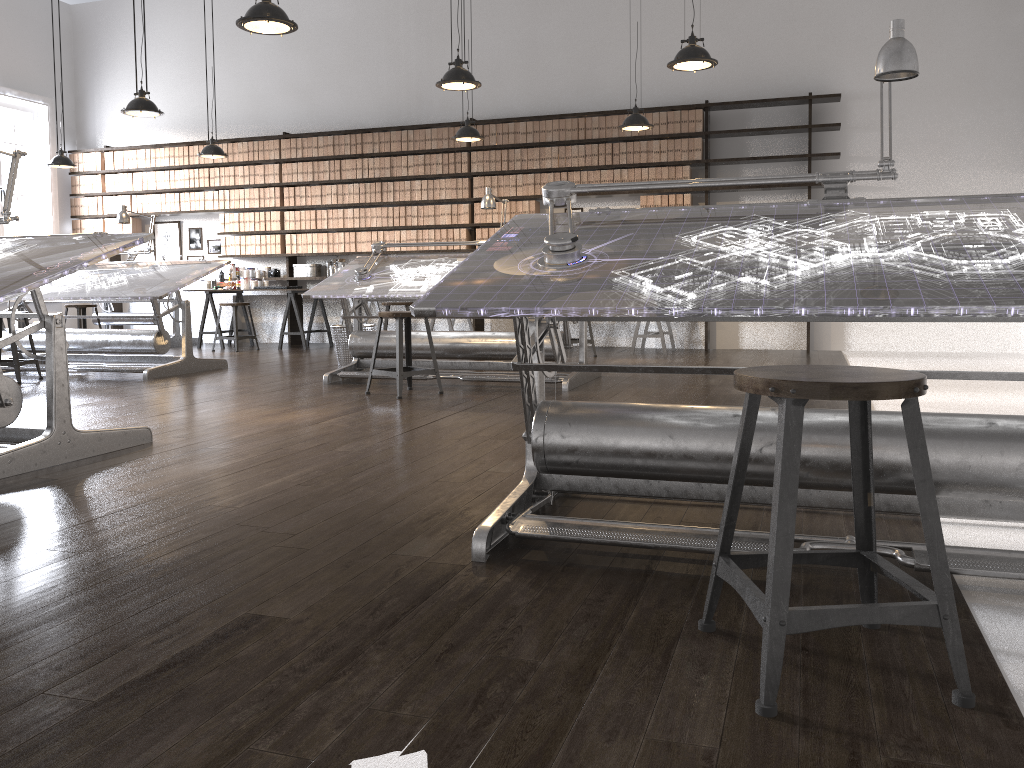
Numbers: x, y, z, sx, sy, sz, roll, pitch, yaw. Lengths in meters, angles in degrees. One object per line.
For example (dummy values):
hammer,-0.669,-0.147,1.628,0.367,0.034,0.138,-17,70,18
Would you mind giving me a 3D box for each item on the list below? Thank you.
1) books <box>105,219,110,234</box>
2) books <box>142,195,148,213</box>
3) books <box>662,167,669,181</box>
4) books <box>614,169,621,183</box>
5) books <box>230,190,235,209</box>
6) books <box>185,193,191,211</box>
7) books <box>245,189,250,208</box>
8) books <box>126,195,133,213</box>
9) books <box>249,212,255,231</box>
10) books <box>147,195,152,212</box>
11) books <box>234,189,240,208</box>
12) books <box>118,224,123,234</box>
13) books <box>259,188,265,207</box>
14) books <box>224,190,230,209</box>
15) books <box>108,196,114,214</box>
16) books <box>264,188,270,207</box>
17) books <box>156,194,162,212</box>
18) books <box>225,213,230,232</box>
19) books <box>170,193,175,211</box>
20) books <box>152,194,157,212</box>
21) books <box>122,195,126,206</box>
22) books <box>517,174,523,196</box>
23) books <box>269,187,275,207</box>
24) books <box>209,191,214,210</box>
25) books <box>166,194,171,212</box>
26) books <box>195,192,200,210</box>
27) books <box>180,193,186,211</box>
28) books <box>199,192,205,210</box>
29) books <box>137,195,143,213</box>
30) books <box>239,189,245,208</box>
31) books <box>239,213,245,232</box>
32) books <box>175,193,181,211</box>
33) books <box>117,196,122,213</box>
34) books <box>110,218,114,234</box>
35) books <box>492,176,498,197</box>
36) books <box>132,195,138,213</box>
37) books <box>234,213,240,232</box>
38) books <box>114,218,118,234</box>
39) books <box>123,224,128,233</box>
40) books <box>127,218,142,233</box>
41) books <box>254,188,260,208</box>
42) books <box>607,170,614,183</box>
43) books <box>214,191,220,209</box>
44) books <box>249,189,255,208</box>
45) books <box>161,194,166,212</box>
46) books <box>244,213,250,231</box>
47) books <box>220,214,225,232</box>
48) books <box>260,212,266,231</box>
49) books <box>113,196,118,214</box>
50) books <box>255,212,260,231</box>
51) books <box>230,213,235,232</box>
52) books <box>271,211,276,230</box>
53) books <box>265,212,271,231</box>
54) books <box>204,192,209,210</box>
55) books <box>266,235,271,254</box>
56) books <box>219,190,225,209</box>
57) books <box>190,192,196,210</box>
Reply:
books,-5.044,-1.968,11.173,0.067,0.225,0.175,1,5,18
books,-4.491,-2.223,10.977,0.067,0.225,0.175,1,5,18
books,1.561,-2.072,8.958,0.067,0.225,0.175,1,5,18
books,1.102,-2.084,9.110,0.067,0.225,0.175,1,5,18
books,-3.290,-2.199,10.579,0.067,0.225,0.175,1,5,18
books,-3.891,-2.207,10.774,0.067,0.225,0.175,1,5,18
books,-3.090,-2.194,10.508,0.067,0.225,0.175,1,5,18
books,-4.722,-2.235,11.047,0.067,0.225,0.175,1,5,18
books,-3.036,-1.916,10.506,0.067,0.225,0.175,1,5,18
books,-4.424,-2.222,10.956,0.067,0.225,0.175,1,5,18
books,-3.225,-2.197,10.555,0.067,0.225,0.175,1,5,18
books,-4.852,-1.963,11.108,0.067,0.225,0.175,1,5,18
books,-2.902,-2.189,10.448,0.067,0.225,0.175,1,5,18
books,-3.358,-2.201,10.597,0.067,0.225,0.175,1,5,18
books,-4.984,-2.243,11.138,0.067,0.225,0.175,1,5,18
books,-2.835,-2.187,10.426,0.067,0.225,0.175,1,5,18
books,-4.292,-2.217,10.905,0.067,0.225,0.175,1,5,18
books,-3.357,-1.925,10.614,0.067,0.225,0.175,1,5,18
books,-4.099,-2.213,10.848,0.067,0.225,0.175,1,5,18
books,-4.359,-2.219,10.931,0.067,0.225,0.175,1,5,18
books,-4.781,-2.237,11.071,0.067,0.225,0.175,1,5,18
books,0.109,-2.110,9.444,0.067,0.225,0.175,1,5,18
books,-2.769,-2.185,10.400,0.067,0.225,0.175,1,5,18
books,-3.569,-2.199,10.668,0.067,0.225,0.175,1,5,18
books,-4.162,-2.214,10.866,0.067,0.225,0.175,1,5,18
books,-3.755,-2.204,10.733,0.067,0.225,0.175,1,5,18
books,-3.957,-2.209,10.801,0.067,0.225,0.175,1,5,18
books,-3.693,-2.202,10.706,0.067,0.225,0.175,1,5,18
books,-4.559,-2.224,10.995,0.067,0.225,0.175,1,5,18
books,-3.159,-2.195,10.529,0.067,0.225,0.175,1,5,18
books,-3.170,-1.920,10.555,0.067,0.225,0.175,1,5,18
books,-4.030,-2.211,10.819,0.067,0.225,0.175,1,5,18
books,-4.851,-2.239,11.096,0.067,0.225,0.175,1,5,18
books,-4.974,-1.966,11.152,0.067,0.225,0.175,1,5,18
books,-0.159,-2.117,9.533,0.067,0.225,0.175,1,5,18
books,-4.636,-2.226,11.023,0.067,0.225,0.175,1,5,18
books,-3.235,-1.921,10.571,0.067,0.225,0.175,1,5,18
books,-4.914,-1.965,11.134,0.067,0.225,0.175,1,5,18
books,-4.784,-1.962,11.093,0.067,0.225,0.175,1,5,18
books,-4.718,-1.960,11.069,0.067,0.225,0.175,1,5,18
books,-2.968,-2.190,10.464,0.067,0.225,0.175,1,5,18
books,1.033,-2.086,9.133,0.067,0.225,0.175,1,5,18
books,-3.501,-2.197,10.643,0.067,0.225,0.175,1,5,18
books,-3.030,-2.192,10.490,0.067,0.225,0.175,1,5,18
books,-4.223,-2.215,10.882,0.067,0.225,0.175,1,5,18
books,-3.102,-1.919,10.533,0.067,0.225,0.175,1,5,18
books,-3.427,-1.926,10.635,0.067,0.225,0.175,1,5,18
books,-2.898,-1.913,10.459,0.067,0.225,0.175,1,5,18
books,-4.917,-2.241,11.120,0.067,0.225,0.175,1,5,18
books,-2.967,-1.915,10.488,0.067,0.225,0.175,1,5,18
books,-3.297,-1.923,10.596,0.067,0.225,0.175,1,5,18
books,-2.755,-1.909,10.415,0.067,0.225,0.175,1,5,18
books,-2.826,-1.911,10.441,0.067,0.225,0.175,1,5,18
books,-3.629,-2.201,10.689,0.067,0.225,0.175,1,5,18
books,-2.828,-1.642,10.456,0.067,0.225,0.175,1,5,18
books,-3.428,-2.202,10.617,0.067,0.225,0.175,1,5,18
books,-3.823,-2.206,10.755,0.067,0.225,0.175,1,5,18
